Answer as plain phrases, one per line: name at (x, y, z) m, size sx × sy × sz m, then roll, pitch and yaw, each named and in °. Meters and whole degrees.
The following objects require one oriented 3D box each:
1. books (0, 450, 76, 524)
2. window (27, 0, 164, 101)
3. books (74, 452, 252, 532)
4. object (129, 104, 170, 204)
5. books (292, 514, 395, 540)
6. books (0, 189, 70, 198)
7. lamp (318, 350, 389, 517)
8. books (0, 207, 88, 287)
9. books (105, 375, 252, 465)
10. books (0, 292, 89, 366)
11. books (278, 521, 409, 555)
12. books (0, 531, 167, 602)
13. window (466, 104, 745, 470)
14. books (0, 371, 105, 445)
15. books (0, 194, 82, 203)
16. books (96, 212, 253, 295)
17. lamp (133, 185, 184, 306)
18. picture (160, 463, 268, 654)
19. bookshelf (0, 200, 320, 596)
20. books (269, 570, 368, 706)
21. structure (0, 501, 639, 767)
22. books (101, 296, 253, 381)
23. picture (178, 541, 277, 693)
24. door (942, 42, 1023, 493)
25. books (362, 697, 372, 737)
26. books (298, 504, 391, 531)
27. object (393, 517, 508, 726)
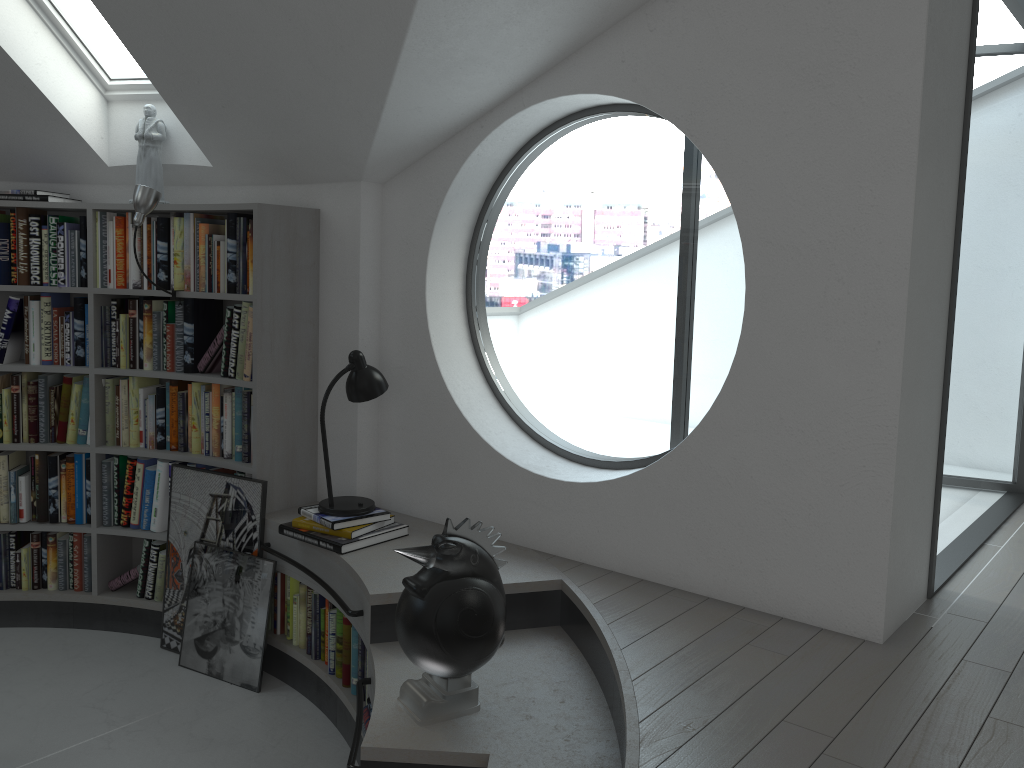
books at (-2.519, 0.483, 4.351) m, size 0.872 × 0.350 × 0.273 m, roll 1°, pitch 6°, yaw -10°
window at (-3.018, -1.562, 2.929) m, size 1.935 × 0.711 × 4.061 m, roll 7°, pitch 9°, yaw 38°
books at (-1.571, 0.526, 4.256) m, size 1.184 × 0.358 × 0.304 m, roll 4°, pitch 7°, yaw 19°
object at (-1.703, -1.073, 4.161) m, size 0.179 × 0.471 × 0.179 m, roll -3°, pitch 8°, yaw -42°
books at (-0.691, 0.566, 3.651) m, size 0.305 × 0.034 × 0.287 m, roll 6°, pitch 8°, yaw 28°
books at (-2.332, -0.919, 4.300) m, size 0.247 × 0.027 × 0.234 m, roll 3°, pitch 7°, yaw 11°
lamp at (-0.652, 0.190, 3.639) m, size 0.323 × 0.658 × 0.234 m, roll -2°, pitch 7°, yaw -36°
books at (-2.466, -0.660, 4.248) m, size 0.969 × 0.366 × 0.307 m, roll 1°, pitch 6°, yaw -8°
books at (-1.490, 0.151, 4.208) m, size 1.021 × 0.347 × 0.276 m, roll 5°, pitch 7°, yaw 23°
books at (-2.219, -0.273, 4.338) m, size 0.553 × 0.350 × 0.256 m, roll 1°, pitch 6°, yaw -5°
books at (-0.692, 0.602, 3.654) m, size 0.388 × 0.042 × 0.366 m, roll 7°, pitch 9°, yaw 38°
books at (-2.244, 0.857, 4.370) m, size 1.497 × 0.310 × 0.361 m, roll 2°, pitch 6°, yaw 0°
window at (0.393, -0.388, 3.625) m, size 1.473 × 1.466 × 0.104 m, roll 7°, pitch 7°, yaw 38°
books at (-2.421, 0.106, 4.318) m, size 0.973 × 0.351 × 0.252 m, roll 1°, pitch 6°, yaw -9°
books at (-2.333, -0.891, 4.303) m, size 0.336 × 0.036 × 0.317 m, roll 2°, pitch 7°, yaw 1°
books at (-1.485, -0.613, 4.137) m, size 1.014 × 0.361 × 0.293 m, roll 4°, pitch 7°, yaw 21°
lamp at (-1.549, -0.605, 3.926) m, size 0.112 × 0.524 × 0.276 m, roll 5°, pitch 7°, yaw 29°
picture at (-1.350, 0.825, 3.991) m, size 0.579 × 0.860 × 0.090 m, roll 5°, pitch 6°, yaw 28°
bookshelf at (-3.071, 0.197, 3.094) m, size 2.112 × 1.875 × 4.339 m, roll 7°, pitch 8°, yaw 38°
books at (-0.687, 1.001, 3.608) m, size 0.272 × 0.297 × 1.150 m, roll -3°, pitch 8°, yaw -37°
structure at (-2.019, 1.097, 2.311) m, size 4.708 × 0.691 × 4.724 m, roll 1°, pitch 7°, yaw -6°
books at (-1.486, -0.230, 4.168) m, size 1.053 × 0.357 × 0.280 m, roll 5°, pitch 7°, yaw 24°
picture at (-1.243, 1.005, 3.860) m, size 0.490 × 0.554 × 0.107 m, roll 5°, pitch 6°, yaw 29°
door at (2.299, -0.626, 4.850) m, size 1.052 × 2.340 × 0.080 m, roll 4°, pitch 6°, yaw 23°
books at (-0.337, 1.187, 2.739) m, size 0.240 × 0.167 × 0.667 m, roll 1°, pitch 7°, yaw -11°
books at (-0.690, 0.534, 3.648) m, size 0.269 × 0.031 × 0.286 m, roll -4°, pitch 9°, yaw -41°
object at (-0.178, 0.665, 2.587) m, size 0.321 × 0.561 × 0.321 m, roll 3°, pitch 6°, yaw 11°
